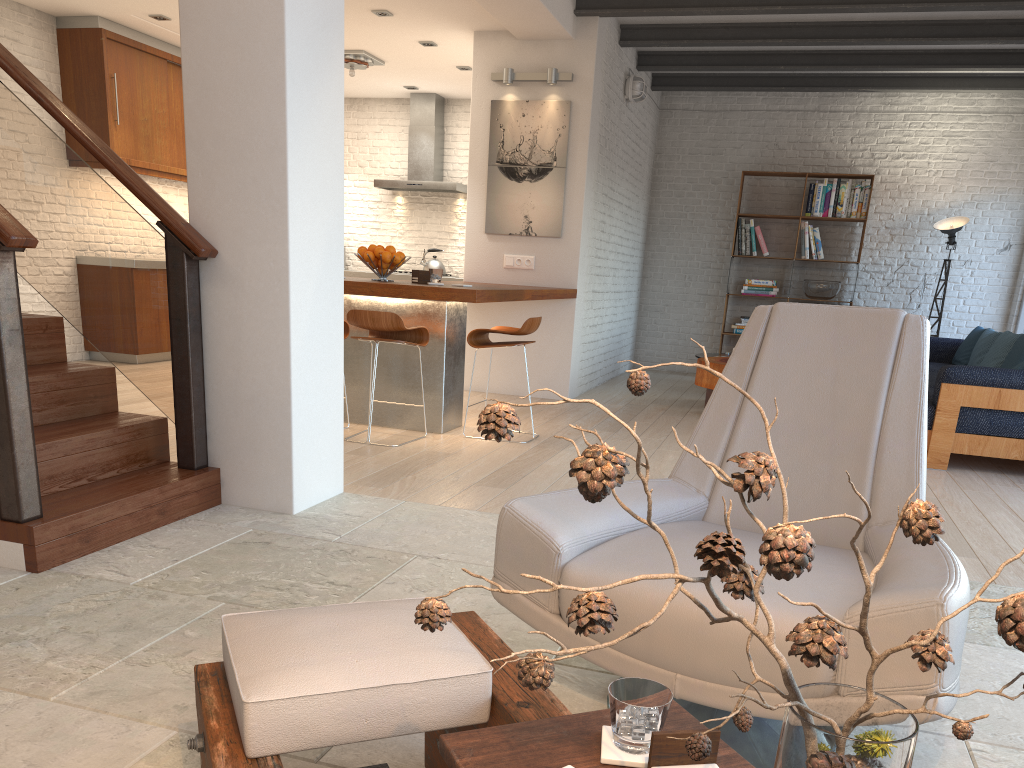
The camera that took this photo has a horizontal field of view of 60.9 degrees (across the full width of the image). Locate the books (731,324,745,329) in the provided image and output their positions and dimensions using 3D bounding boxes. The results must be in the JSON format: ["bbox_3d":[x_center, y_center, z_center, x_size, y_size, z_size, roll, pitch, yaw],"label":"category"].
[{"bbox_3d":[2.669,-0.637,9.799,0.377,0.038,0.236,6,8,16],"label":"books"}]

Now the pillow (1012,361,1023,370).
[{"bbox_3d":[3.357,-0.023,5.548,0.563,0.342,0.362,-1,12,-23],"label":"pillow"}]

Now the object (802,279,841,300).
[{"bbox_3d":[3.362,-1.022,9.493,0.398,0.210,0.390,-2,11,-31],"label":"object"}]

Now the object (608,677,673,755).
[{"bbox_3d":[0.178,0.475,1.237,0.091,0.088,0.087,-2,13,-24],"label":"object"}]

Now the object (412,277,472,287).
[{"bbox_3d":[-0.463,-0.640,5.478,0.392,0.036,0.192,6,8,20],"label":"object"}]

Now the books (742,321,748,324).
[{"bbox_3d":[2.690,-0.691,9.791,0.204,0.035,0.128,6,8,16],"label":"books"}]

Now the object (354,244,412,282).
[{"bbox_3d":[-0.829,-0.777,5.600,0.365,0.231,0.349,0,11,-18],"label":"object"}]

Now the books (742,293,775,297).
[{"bbox_3d":[2.740,-0.988,9.673,0.353,0.021,0.263,6,8,16],"label":"books"}]

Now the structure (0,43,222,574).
[{"bbox_3d":[-1.361,-1.669,3.805,10.091,4.314,13.404,6,9,16],"label":"structure"}]

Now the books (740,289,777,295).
[{"bbox_3d":[2.731,-1.017,9.661,0.378,0.038,0.236,5,8,11],"label":"books"}]

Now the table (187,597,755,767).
[{"bbox_3d":[0.559,0.768,0.983,1.966,0.447,2.124,0,8,-22],"label":"table"}]

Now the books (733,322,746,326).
[{"bbox_3d":[2.683,-0.662,9.777,0.379,0.019,0.235,5,8,9],"label":"books"}]

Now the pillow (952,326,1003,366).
[{"bbox_3d":[4.268,-0.312,7.978,0.242,0.414,1.070,8,9,16],"label":"pillow"}]

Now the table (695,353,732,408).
[{"bbox_3d":[2.013,0.008,7.441,1.066,0.465,1.777,7,9,22],"label":"table"}]

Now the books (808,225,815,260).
[{"bbox_3d":[3.222,-1.519,9.382,0.124,0.363,0.262,8,14,16],"label":"books"}]

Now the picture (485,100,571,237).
[{"bbox_3d":[0.118,-1.729,7.025,0.651,1.059,0.019,7,17,15],"label":"picture"}]

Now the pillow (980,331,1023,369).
[{"bbox_3d":[3.857,-0.200,6.736,0.253,0.433,1.172,8,9,16],"label":"pillow"}]

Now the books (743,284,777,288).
[{"bbox_3d":[2.748,-1.083,9.651,0.354,0.021,0.263,6,8,15],"label":"books"}]

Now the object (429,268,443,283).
[{"bbox_3d":[-0.475,-0.674,5.437,0.090,0.088,0.089,11,14,31],"label":"object"}]

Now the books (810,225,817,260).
[{"bbox_3d":[3.246,-1.517,9.385,0.124,0.363,0.262,8,14,16],"label":"books"}]

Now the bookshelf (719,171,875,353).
[{"bbox_3d":[3.048,-1.110,9.529,1.309,2.295,0.350,7,17,15],"label":"bookshelf"}]

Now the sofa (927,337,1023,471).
[{"bbox_3d":[3.227,0.002,7.199,2.066,0.688,3.822,6,8,17],"label":"sofa"}]

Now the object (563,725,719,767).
[{"bbox_3d":[0.135,0.518,1.177,0.271,0.036,0.239,2,8,-12],"label":"object"}]

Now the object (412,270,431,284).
[{"bbox_3d":[-0.572,-0.680,5.543,0.093,0.085,0.110,-3,13,-28],"label":"object"}]

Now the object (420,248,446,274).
[{"bbox_3d":[-0.873,-1.388,9.842,0.257,0.287,0.257,13,16,37],"label":"object"}]

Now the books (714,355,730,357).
[{"bbox_3d":[1.939,-0.222,7.603,0.314,0.011,0.246,8,8,29],"label":"books"}]

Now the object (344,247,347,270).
[{"bbox_3d":[-2.140,-1.576,10.505,0.320,0.391,0.064,7,17,15],"label":"object"}]

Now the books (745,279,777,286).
[{"bbox_3d":[2.757,-1.120,9.635,0.324,0.058,0.247,6,8,18],"label":"books"}]

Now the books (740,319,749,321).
[{"bbox_3d":[2.688,-0.718,9.791,0.236,0.019,0.165,5,8,9],"label":"books"}]

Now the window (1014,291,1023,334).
[{"bbox_3d":[3.778,-2.337,2.579,0.643,6.661,11.929,9,11,17],"label":"window"}]

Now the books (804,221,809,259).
[{"bbox_3d":[3.170,-1.539,9.382,0.103,0.400,0.235,8,15,16],"label":"books"}]

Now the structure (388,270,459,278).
[{"bbox_3d":[-1.089,-1.270,10.043,0.807,0.033,0.570,6,8,16],"label":"structure"}]

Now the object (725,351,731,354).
[{"bbox_3d":[2.134,-0.287,8.134,0.302,0.028,0.065,3,9,-6],"label":"object"}]

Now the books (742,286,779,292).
[{"bbox_3d":[2.742,-1.052,9.640,0.378,0.038,0.235,5,8,10],"label":"books"}]

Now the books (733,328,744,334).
[{"bbox_3d":[2.684,-0.588,9.799,0.322,0.058,0.248,7,9,26],"label":"books"}]

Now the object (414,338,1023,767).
[{"bbox_3d":[0.181,0.273,0.799,0.542,0.633,0.302,1,15,-12],"label":"object"}]

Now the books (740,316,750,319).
[{"bbox_3d":[2.692,-0.742,9.762,0.250,0.018,0.157,6,8,16],"label":"books"}]

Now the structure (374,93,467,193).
[{"bbox_3d":[-0.981,-2.677,9.686,0.980,1.035,0.440,7,16,15],"label":"structure"}]

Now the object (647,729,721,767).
[{"bbox_3d":[0.238,0.508,1.116,0.094,0.085,0.110,1,11,-11],"label":"object"}]
